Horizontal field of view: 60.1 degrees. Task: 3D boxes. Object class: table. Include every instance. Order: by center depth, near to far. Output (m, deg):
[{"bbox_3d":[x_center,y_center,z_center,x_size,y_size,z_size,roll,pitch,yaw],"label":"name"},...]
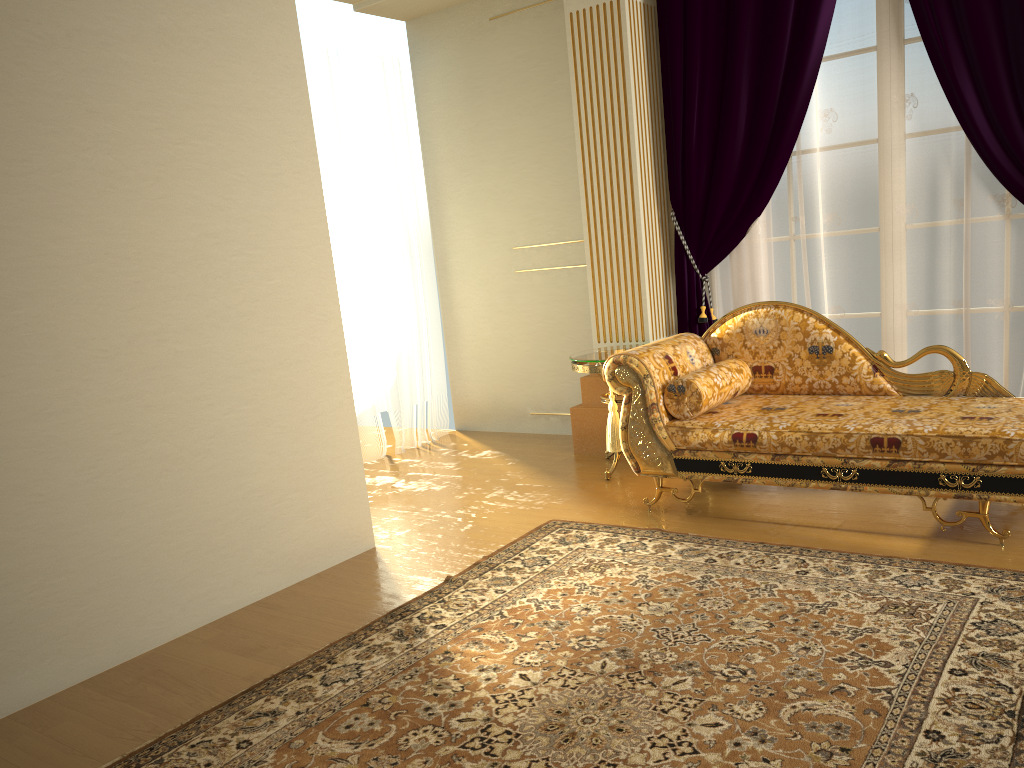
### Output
[{"bbox_3d":[0.620,0.145,4.733,0.570,0.652,0.564,-8,11,-8],"label":"table"}]

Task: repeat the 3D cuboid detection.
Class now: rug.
[{"bbox_3d":[0.139,0.893,2.231,2.115,0.018,3.043,0,11,37],"label":"rug"}]

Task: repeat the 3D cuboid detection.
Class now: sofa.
[{"bbox_3d":[1.345,0.104,3.680,1.891,0.883,0.685,1,13,36],"label":"sofa"}]

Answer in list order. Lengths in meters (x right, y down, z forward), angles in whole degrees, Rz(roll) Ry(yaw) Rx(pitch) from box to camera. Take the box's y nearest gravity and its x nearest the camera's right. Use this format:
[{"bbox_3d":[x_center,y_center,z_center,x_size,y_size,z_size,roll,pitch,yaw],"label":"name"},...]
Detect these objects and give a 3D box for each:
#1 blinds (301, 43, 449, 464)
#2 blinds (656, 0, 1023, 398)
[{"bbox_3d":[-1.143,-0.693,5.210,0.163,2.540,2.141,4,15,39],"label":"blinds"},{"bbox_3d":[1.761,-0.944,4.278,2.232,2.689,0.335,2,15,37],"label":"blinds"}]
